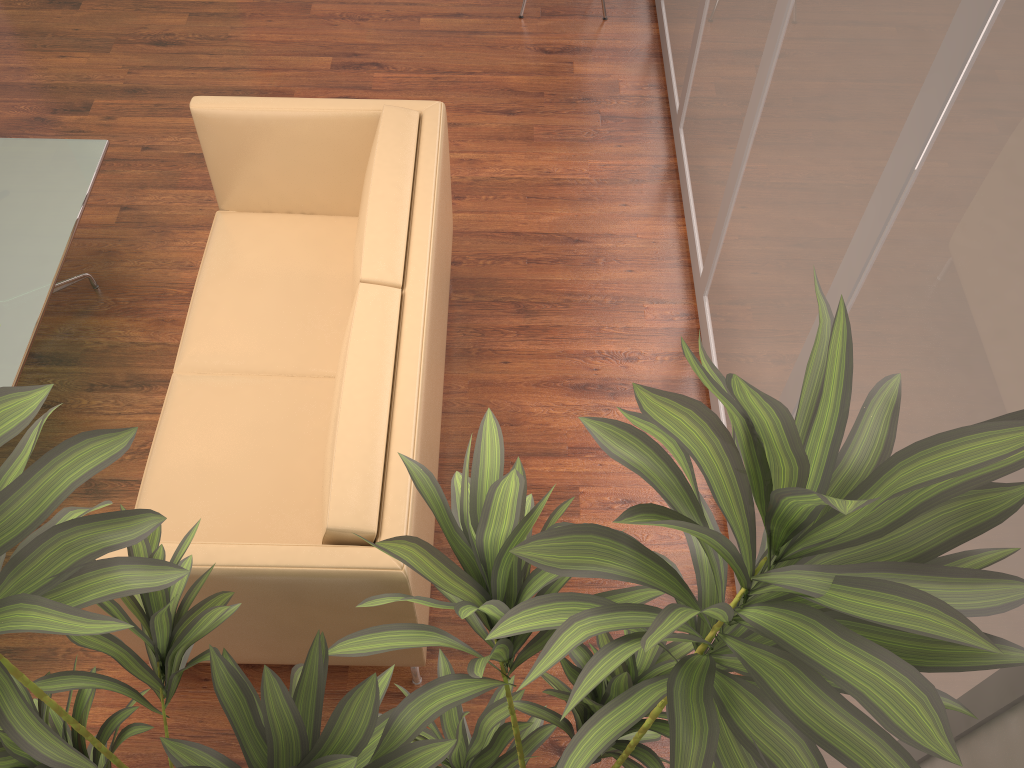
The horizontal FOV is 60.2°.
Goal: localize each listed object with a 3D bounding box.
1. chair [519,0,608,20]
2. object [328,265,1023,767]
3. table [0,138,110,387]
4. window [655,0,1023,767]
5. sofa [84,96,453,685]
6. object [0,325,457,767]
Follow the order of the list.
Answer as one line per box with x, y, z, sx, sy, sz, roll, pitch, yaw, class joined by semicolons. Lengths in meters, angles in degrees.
0.302;-2.383;4.389;0.561;0.942;0.519;1;55;0;chair
0.058;0.762;1.532;0.963;2.200;1.036;16;56;10;object
-1.959;0.011;2.967;0.939;0.586;1.789;1;56;0;table
0.787;-2.950;3.249;0.062;3.429;8.188;1;56;-1;window
-0.676;-0.043;2.849;0.878;0.876;1.723;1;56;0;sofa
-0.619;0.761;1.522;1.078;2.200;0.925;12;55;7;object
